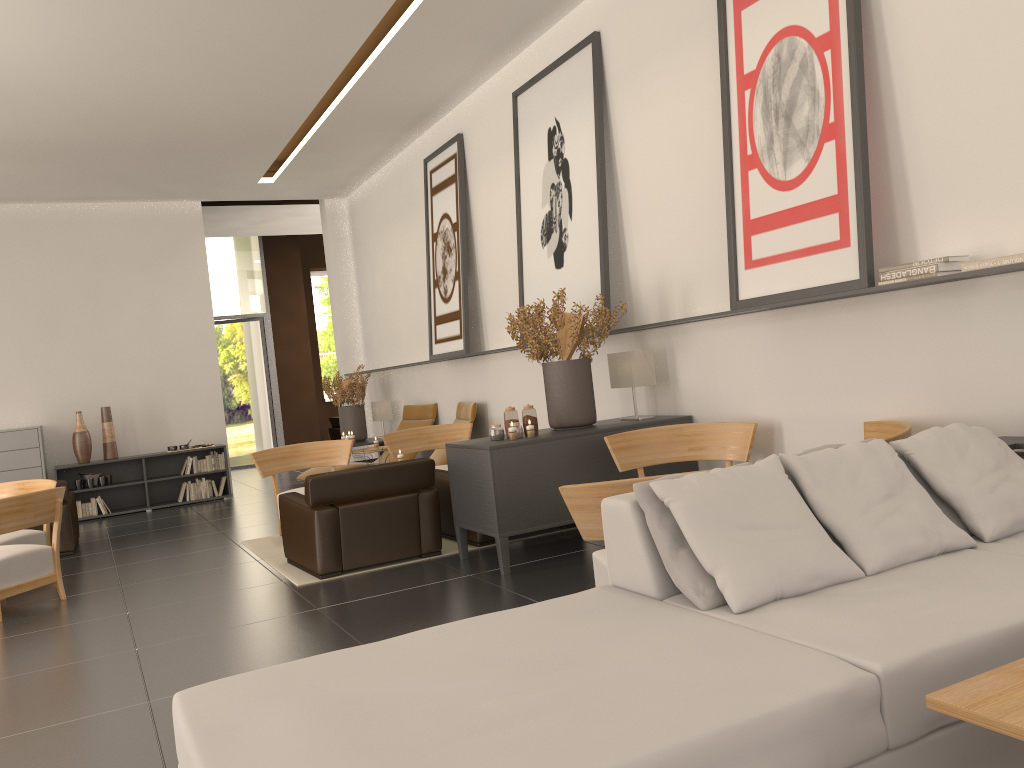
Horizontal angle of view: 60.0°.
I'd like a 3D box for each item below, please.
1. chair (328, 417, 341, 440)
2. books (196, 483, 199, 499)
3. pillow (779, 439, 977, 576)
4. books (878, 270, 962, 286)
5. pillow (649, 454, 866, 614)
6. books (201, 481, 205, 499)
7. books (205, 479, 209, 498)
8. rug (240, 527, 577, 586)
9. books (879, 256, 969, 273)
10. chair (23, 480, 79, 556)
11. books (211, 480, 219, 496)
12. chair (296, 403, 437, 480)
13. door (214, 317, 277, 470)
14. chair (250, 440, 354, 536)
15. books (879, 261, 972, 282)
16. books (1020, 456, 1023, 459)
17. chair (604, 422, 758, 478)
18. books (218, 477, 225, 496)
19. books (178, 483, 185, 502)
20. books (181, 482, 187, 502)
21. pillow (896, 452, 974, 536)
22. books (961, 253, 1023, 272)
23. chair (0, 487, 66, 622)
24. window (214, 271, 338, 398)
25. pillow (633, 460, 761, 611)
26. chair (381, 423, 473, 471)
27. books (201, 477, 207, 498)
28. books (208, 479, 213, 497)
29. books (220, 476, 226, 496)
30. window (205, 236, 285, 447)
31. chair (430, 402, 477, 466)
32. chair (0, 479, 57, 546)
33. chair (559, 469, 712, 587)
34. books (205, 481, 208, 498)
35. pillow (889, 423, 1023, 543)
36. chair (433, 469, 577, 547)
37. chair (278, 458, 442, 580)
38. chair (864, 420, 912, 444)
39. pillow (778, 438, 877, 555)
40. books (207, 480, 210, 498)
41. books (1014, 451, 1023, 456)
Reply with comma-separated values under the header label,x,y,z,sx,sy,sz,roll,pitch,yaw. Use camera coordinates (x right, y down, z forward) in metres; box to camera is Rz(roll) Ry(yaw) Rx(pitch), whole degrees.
label,x,y,z,sx,sy,sz,roll,pitch,yaw
chair,-4.845,1.496,27.810,1.501,1.076,1.536,-7,1,-26
books,-6.293,2.134,17.696,0.018,0.318,0.226,-6,0,-26
pillow,1.910,0.615,4.682,0.802,0.595,0.595,-7,0,-26
books,3.022,-0.776,6.501,0.377,0.032,0.504,-7,1,-26
pillow,1.184,0.700,4.323,0.802,0.598,0.584,-7,0,-27
books,-6.197,2.114,17.732,0.042,0.335,0.248,-6,0,-26
books,-6.114,2.093,17.764,0.023,0.357,0.266,-6,0,-26
rug,-1.168,1.891,11.463,4.003,0.010,3.555,-7,1,-26
books,3.012,-0.874,6.493,0.300,0.040,0.525,-7,1,-36
chair,-7.223,2.001,12.983,1.539,1.076,1.498,-7,1,-26
books,-5.991,2.096,17.839,0.106,0.325,0.238,-6,0,-26
chair,-2.567,1.232,15.998,2.423,1.486,1.298,-7,1,-36
door,-8.092,0.321,25.258,2.378,4.269,0.100,-6,0,-11
chair,-2.710,1.434,12.060,1.453,1.227,1.150,-7,0,-26
books,3.033,-0.825,6.496,0.391,0.063,0.497,-7,1,-26
books,3.427,0.604,6.037,0.028,0.231,0.179,-6,0,-26
chair,1.585,1.026,8.151,1.451,1.227,1.151,-6,0,14
books,-5.871,2.065,17.893,0.154,0.360,0.249,-6,0,-26
books,-6.545,2.145,17.560,0.154,0.360,0.249,-6,0,-26
books,-6.519,2.136,17.572,0.156,0.371,0.251,-6,0,-26
pillow,2.687,0.577,5.236,0.919,0.510,0.615,-7,1,-24
books,3.288,-0.813,5.941,0.301,0.064,0.406,-7,1,-36
chair,-5.474,1.796,9.391,1.150,1.227,1.453,-6,0,19
window,-4.178,-3.431,20.401,99.203,20.582,48.586,-7,1,-26
pillow,1.127,0.725,4.450,0.919,0.577,0.549,-7,0,-26
chair,-1.051,1.235,12.879,1.453,1.227,1.150,-7,0,-26
books,-6.164,2.075,17.752,0.042,0.404,0.245,-6,0,-26
books,-6.073,2.093,17.822,0.057,0.346,0.197,-6,0,-26
books,-5.845,2.056,17.905,0.156,0.371,0.251,-6,0,-26
window,-11.514,-0.830,23.314,10.317,7.381,0.100,-7,0,-26
chair,-1.755,1.168,14.332,2.422,1.486,1.299,-7,0,-16
chair,-6.340,1.869,10.857,1.451,1.227,1.151,-6,0,14
chair,1.065,1.123,5.759,1.452,1.227,1.151,-6,0,-1
books,-6.130,2.103,17.755,0.014,0.342,0.266,-6,0,-26
pillow,2.679,0.530,5.071,0.798,0.580,0.625,-7,0,-25
chair,-0.100,1.240,10.741,1.539,1.076,1.498,-7,1,-26
chair,-1.694,1.431,9.954,1.539,1.076,1.498,-7,1,-26
chair,2.452,0.953,6.684,1.150,1.227,1.453,-6,0,19
pillow,1.910,0.631,4.833,0.919,0.591,0.557,-7,0,-26
books,-6.093,2.098,17.773,0.020,0.342,0.267,-6,0,-26
books,3.454,0.588,6.045,0.028,0.254,0.167,-6,0,-26
